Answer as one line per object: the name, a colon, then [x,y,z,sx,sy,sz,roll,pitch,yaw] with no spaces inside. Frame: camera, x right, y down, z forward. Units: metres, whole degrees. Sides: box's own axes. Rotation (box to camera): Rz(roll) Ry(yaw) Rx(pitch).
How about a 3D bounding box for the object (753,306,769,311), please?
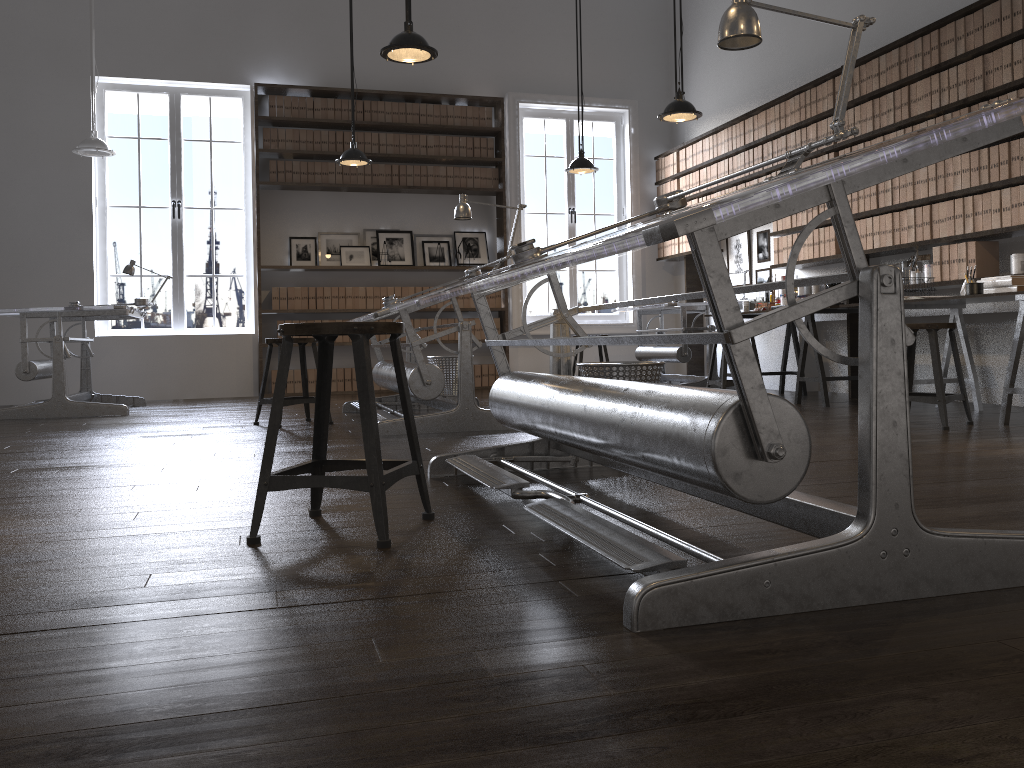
object: [1.952,-0.584,6.958,0.132,0.050,0.197,-1,2,13]

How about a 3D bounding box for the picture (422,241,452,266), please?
picture: [-0.774,-1.334,9.118,0.290,0.290,0.127,-1,0,-16]

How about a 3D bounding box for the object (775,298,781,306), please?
object: [2.100,-0.619,6.983,0.049,0.112,0.049,-1,0,-19]

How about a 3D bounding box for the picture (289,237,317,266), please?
picture: [-2.075,-1.307,8.807,0.267,0.315,0.058,-1,0,-16]

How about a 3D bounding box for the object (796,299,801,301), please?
object: [2.200,-0.609,6.827,0.062,0.094,0.062,-1,1,24]

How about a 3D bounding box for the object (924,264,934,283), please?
object: [2.744,-0.715,5.779,0.094,0.128,0.095,-1,1,-9]

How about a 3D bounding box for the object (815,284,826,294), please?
object: [2.447,-0.749,6.898,0.107,0.161,0.236,-1,2,40]

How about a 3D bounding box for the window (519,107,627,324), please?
window: [0.634,-1.772,9.463,1.245,2.310,0.153,-1,0,-16]

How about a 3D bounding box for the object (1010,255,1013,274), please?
object: [2.919,-0.686,5.123,0.063,0.118,0.062,-1,0,25]

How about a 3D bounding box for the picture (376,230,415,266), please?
picture: [-1.183,-1.371,8.993,0.373,0.391,0.148,-1,0,-16]

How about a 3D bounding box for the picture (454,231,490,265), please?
picture: [-0.421,-1.416,9.234,0.343,0.364,0.161,-1,0,-16]

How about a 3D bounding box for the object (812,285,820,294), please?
object: [2.400,-0.751,6.998,0.062,0.094,0.062,-1,1,-30]

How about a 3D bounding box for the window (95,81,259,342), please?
window: [-3.208,-1.641,8.487,1.483,2.498,0.153,-1,0,-16]

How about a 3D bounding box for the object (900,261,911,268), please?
object: [2.753,-0.761,6.173,0.079,0.188,0.079,-1,0,-37]

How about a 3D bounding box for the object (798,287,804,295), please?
object: [2.328,-0.755,7.114,0.062,0.094,0.062,-1,1,-30]

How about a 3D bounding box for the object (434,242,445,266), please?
object: [-0.738,-1.314,8.993,0.124,0.260,0.040,-1,0,-16]

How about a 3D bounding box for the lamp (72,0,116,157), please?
lamp: [-3.300,-2.934,6.955,0.313,2.253,0.310,-1,0,-36]

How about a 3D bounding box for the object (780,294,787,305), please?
object: [2.156,-0.632,6.930,0.104,0.142,0.105,-1,1,-24]

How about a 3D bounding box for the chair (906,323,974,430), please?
chair: [2.093,-0.044,4.511,0.358,0.528,0.371,-2,1,-43]

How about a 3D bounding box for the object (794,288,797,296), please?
object: [2.345,-0.787,7.307,0.051,0.139,0.050,-1,0,-18]

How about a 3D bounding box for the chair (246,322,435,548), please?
chair: [-0.420,0.112,2.222,0.358,0.528,0.372,-1,1,12]

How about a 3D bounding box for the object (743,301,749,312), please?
object: [1.946,-0.632,7.335,0.068,0.104,0.068,-1,1,-11]

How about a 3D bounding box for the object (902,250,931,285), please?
object: [2.716,-0.801,6.015,0.156,0.272,0.181,-1,1,-32]

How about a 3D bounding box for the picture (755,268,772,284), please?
picture: [2.281,-0.952,8.018,0.023,0.183,0.251,-1,1,-16]

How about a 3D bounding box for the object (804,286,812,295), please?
object: [2.361,-0.752,7.052,0.063,0.093,0.062,-1,1,-30]

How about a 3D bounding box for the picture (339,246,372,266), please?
picture: [-1.565,-1.274,8.854,0.300,0.229,0.144,-2,1,-16]

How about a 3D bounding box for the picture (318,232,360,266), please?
picture: [-1.729,-1.342,8.887,0.415,0.365,0.083,-2,0,-16]

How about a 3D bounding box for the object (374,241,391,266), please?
object: [-1.290,-1.296,8.821,0.174,0.260,0.040,-1,0,-16]

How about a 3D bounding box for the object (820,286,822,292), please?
object: [2.444,-0.745,7.073,0.054,0.080,0.054,-1,1,11]

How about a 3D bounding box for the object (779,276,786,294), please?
object: [2.266,-0.803,7.319,0.107,0.177,0.106,-1,0,-14]

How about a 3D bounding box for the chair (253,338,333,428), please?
chair: [-1.317,-0.011,5.327,0.372,0.528,0.358,-2,1,-38]

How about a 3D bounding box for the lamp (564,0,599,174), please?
lamp: [0.611,-3.065,8.076,0.313,2.253,0.310,-1,0,-36]

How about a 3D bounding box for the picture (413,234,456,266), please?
picture: [-0.798,-1.370,9.155,0.434,0.361,0.095,-2,0,-16]

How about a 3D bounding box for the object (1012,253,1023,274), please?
object: [2.892,-0.683,5.058,0.062,0.119,0.062,-1,0,34]

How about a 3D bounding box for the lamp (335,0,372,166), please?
lamp: [-1.364,-2.999,7.515,0.313,2.253,0.310,-1,0,-36]

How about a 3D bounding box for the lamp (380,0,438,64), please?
lamp: [-0.575,-2.890,4.761,0.313,2.253,0.310,-1,0,4]

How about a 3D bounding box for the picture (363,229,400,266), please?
picture: [-1.317,-1.376,9.009,0.369,0.406,0.091,-1,0,-16]

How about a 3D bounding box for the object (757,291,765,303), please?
object: [2.045,-0.698,7.292,0.068,0.237,0.069,-1,0,-19]

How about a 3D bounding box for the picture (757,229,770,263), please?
picture: [2.279,-1.245,8.011,0.022,0.284,0.201,-1,1,-17]

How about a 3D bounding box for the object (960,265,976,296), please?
object: [2.729,-0.602,5.282,0.101,0.209,0.101,-1,0,29]

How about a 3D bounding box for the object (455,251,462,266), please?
object: [-0.545,-1.271,9.019,0.066,0.166,0.040,-1,0,-16]

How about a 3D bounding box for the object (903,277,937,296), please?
object: [2.508,-0.589,5.604,0.284,0.161,0.204,-2,2,-16]

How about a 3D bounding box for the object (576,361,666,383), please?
object: [0.433,0.104,3.501,0.353,0.378,0.353,-1,1,6]

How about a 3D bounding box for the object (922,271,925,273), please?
object: [2.767,-0.708,5.905,0.062,0.093,0.063,-1,1,36]

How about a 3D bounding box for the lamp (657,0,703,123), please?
lamp: [1.152,-2.991,6.206,0.313,2.253,0.310,-1,0,-36]

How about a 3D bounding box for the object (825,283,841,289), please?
object: [2.448,-0.750,6.784,0.091,0.108,0.171,-1,2,-16]

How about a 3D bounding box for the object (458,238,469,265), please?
object: [-0.499,-1.344,9.071,0.118,0.304,0.040,-1,0,-16]

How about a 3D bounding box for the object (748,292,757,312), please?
object: [1.977,-0.691,7.272,0.068,0.230,0.069,-1,0,-19]

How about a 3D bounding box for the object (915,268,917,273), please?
object: [2.683,-0.717,5.864,0.004,0.103,0.035,-1,0,-20]

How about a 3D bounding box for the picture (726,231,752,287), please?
picture: [2.155,-1.203,8.409,0.040,0.575,0.415,-1,1,-16]

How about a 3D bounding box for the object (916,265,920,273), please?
object: [2.701,-0.730,5.872,0.008,0.125,0.041,-1,0,-27]

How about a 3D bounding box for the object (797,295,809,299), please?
object: [2.272,-0.627,6.913,0.094,0.128,0.095,-1,1,-12]

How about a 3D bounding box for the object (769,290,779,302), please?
object: [2.239,-0.730,7.108,0.345,0.146,0.077,-1,0,7]

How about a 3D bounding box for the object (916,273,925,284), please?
object: [2.762,-0.703,5.859,0.181,0.093,0.062,-1,1,-2]

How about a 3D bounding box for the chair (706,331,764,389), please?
chair: [1.616,-0.121,6.427,0.358,0.528,0.372,-1,1,-8]

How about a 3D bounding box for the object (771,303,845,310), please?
object: [2.093,-0.548,6.289,0.312,0.033,0.446,-2,3,-16]

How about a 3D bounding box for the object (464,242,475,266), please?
object: [-0.439,-1.326,9.116,0.110,0.262,0.040,-1,0,-16]

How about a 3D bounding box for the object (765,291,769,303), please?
object: [2.126,-0.696,7.315,0.068,0.230,0.069,-1,0,-19]
